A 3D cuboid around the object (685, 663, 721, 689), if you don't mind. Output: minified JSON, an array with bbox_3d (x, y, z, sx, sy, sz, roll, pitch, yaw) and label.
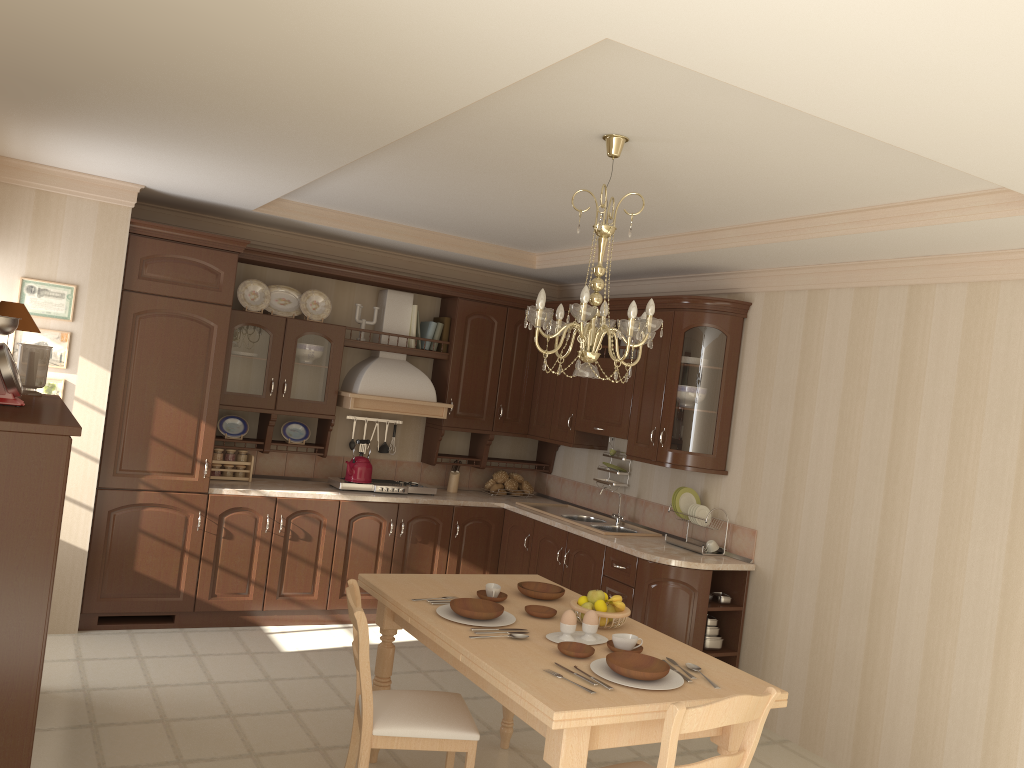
[{"bbox_3d":[0.623,0.954,2.904,0.047,0.011,0.219,7,0,-14],"label":"object"}]

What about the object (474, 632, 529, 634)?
[{"bbox_3d":[-0.033,0.876,3.122,0.216,0.004,0.022,7,0,-24],"label":"object"}]

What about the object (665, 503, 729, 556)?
[{"bbox_3d":[1.086,0.835,5.213,0.172,0.275,0.359,7,0,-29],"label":"object"}]

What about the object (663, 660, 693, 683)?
[{"bbox_3d":[0.538,0.944,2.923,0.023,0.008,0.221,7,0,-14],"label":"object"}]

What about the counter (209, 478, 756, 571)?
[{"bbox_3d":[-0.364,0.810,5.344,2.603,0.034,2.422,7,0,-30],"label":"counter"}]

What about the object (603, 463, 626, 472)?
[{"bbox_3d":[0.696,0.569,6.035,0.167,0.051,0.174,7,0,-30],"label":"object"}]

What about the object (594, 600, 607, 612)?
[{"bbox_3d":[0.337,0.845,3.364,0.045,0.053,0.051,7,-1,-41],"label":"object"}]

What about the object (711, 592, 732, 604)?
[{"bbox_3d":[1.182,1.210,5.009,0.084,0.045,0.120,7,0,-18],"label":"object"}]

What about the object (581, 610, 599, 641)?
[{"bbox_3d":[0.282,0.864,3.188,0.058,0.104,0.058,7,-1,39],"label":"object"}]

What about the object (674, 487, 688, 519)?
[{"bbox_3d":[1.044,0.714,5.318,0.193,0.188,0.047,7,0,-29],"label":"object"}]

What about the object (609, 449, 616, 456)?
[{"bbox_3d":[0.699,0.473,6.130,0.044,0.051,0.049,7,0,29],"label":"object"}]

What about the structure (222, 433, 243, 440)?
[{"bbox_3d":[-1.800,0.291,5.732,0.110,0.126,0.080,7,0,-30],"label":"structure"}]

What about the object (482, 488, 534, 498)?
[{"bbox_3d":[-0.033,0.816,6.704,0.364,0.060,0.199,7,0,-30],"label":"object"}]

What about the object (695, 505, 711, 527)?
[{"bbox_3d":[1.116,0.770,5.174,0.123,0.119,0.034,7,0,-30],"label":"object"}]

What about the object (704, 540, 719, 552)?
[{"bbox_3d":[1.162,0.941,5.137,0.073,0.072,0.085,7,0,25],"label":"object"}]

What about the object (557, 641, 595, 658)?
[{"bbox_3d":[0.214,0.895,2.971,0.126,0.026,0.127,7,0,-39],"label":"object"}]

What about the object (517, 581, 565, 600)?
[{"bbox_3d":[0.121,0.881,3.754,0.204,0.042,0.204,7,0,9],"label":"object"}]

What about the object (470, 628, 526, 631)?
[{"bbox_3d":[-0.046,0.873,3.155,0.221,0.008,0.023,7,0,-24],"label":"object"}]

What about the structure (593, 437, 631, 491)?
[{"bbox_3d":[0.692,0.545,6.082,0.131,0.361,0.256,7,0,-30],"label":"structure"}]

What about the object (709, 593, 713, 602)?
[{"bbox_3d":[1.067,1.195,4.993,0.084,0.045,0.120,7,-1,-43],"label":"object"}]

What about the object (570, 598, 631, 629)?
[{"bbox_3d":[0.336,0.889,3.419,0.235,0.068,0.235,7,0,18],"label":"object"}]

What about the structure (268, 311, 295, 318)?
[{"bbox_3d":[-1.513,-0.501,5.840,0.154,0.126,0.080,7,0,-30],"label":"structure"}]

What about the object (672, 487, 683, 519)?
[{"bbox_3d":[1.035,0.713,5.334,0.193,0.188,0.047,7,0,-29],"label":"object"}]

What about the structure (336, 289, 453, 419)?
[{"bbox_3d":[-0.802,-0.225,6.156,0.753,0.845,0.455,7,0,-30],"label":"structure"}]

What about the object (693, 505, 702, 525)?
[{"bbox_3d":[1.106,0.769,5.193,0.123,0.119,0.034,7,0,-30],"label":"object"}]

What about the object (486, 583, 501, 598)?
[{"bbox_3d":[-0.079,0.846,3.585,0.063,0.055,0.119,7,0,-1],"label":"object"}]

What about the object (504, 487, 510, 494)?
[{"bbox_3d":[-0.016,0.795,6.746,0.098,0.094,0.114,7,-1,41],"label":"object"}]

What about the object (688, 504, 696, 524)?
[{"bbox_3d":[1.085,0.767,5.230,0.123,0.119,0.034,7,0,-30],"label":"object"}]

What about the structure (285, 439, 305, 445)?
[{"bbox_3d":[-1.445,0.336,5.933,0.110,0.126,0.080,7,0,-30],"label":"structure"}]

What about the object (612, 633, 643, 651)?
[{"bbox_3d":[0.399,0.902,3.075,0.119,0.055,0.063,7,0,-16],"label":"object"}]

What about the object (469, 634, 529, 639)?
[{"bbox_3d":[-0.043,0.872,3.058,0.219,0.011,0.047,7,0,-21],"label":"object"}]

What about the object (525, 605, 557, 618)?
[{"bbox_3d":[0.110,0.885,3.433,0.127,0.026,0.126,7,0,25],"label":"object"}]

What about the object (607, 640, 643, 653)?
[{"bbox_3d":[0.390,0.918,3.073,0.126,0.026,0.127,7,0,-39],"label":"object"}]

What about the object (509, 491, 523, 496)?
[{"bbox_3d":[0.032,0.824,6.714,0.103,0.060,0.105,7,0,-34],"label":"object"}]

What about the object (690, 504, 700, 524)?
[{"bbox_3d":[1.096,0.768,5.211,0.123,0.119,0.034,7,0,-28],"label":"object"}]

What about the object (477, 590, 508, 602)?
[{"bbox_3d":[-0.082,0.862,3.592,0.126,0.026,0.127,7,0,-3],"label":"object"}]

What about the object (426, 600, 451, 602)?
[{"bbox_3d":[-0.238,0.851,3.482,0.212,0.008,0.018,7,0,-30],"label":"object"}]

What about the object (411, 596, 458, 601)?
[{"bbox_3d":[-0.303,0.845,3.492,0.218,0.004,0.028,7,-1,-40],"label":"object"}]

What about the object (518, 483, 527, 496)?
[{"bbox_3d":[0.068,0.804,6.783,0.091,0.100,0.125,7,0,-34],"label":"object"}]

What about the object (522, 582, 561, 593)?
[{"bbox_3d":[0.123,0.877,3.753,0.168,0.034,0.168,7,0,-19],"label":"object"}]

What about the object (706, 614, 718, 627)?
[{"bbox_3d":[1.103,1.332,5.002,0.084,0.045,0.120,7,0,-18],"label":"object"}]

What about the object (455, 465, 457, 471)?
[{"bbox_3d":[-0.421,0.657,6.596,0.016,0.158,0.051,7,0,23],"label":"object"}]

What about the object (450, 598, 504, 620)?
[{"bbox_3d":[-0.132,0.844,3.301,0.204,0.042,0.204,7,0,-30],"label":"object"}]

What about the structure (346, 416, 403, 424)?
[{"bbox_3d":[-0.978,0.256,6.324,0.422,0.020,0.008,7,0,-30],"label":"structure"}]

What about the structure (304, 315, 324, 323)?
[{"bbox_3d":[-1.312,-0.475,5.891,0.110,0.126,0.080,7,0,-30],"label":"structure"}]

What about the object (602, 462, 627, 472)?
[{"bbox_3d":[0.698,0.566,6.036,0.167,0.051,0.174,7,0,-30],"label":"object"}]

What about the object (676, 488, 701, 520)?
[{"bbox_3d":[1.053,0.715,5.302,0.193,0.188,0.047,7,0,-29],"label":"object"}]

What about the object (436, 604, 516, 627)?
[{"bbox_3d":[-0.134,0.862,3.300,0.299,0.009,0.299,7,0,-31],"label":"object"}]

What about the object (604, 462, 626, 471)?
[{"bbox_3d":[0.699,0.563,6.036,0.167,0.051,0.174,7,0,-30],"label":"object"}]

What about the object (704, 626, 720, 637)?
[{"bbox_3d":[1.097,1.379,5.002,0.106,0.057,0.152,7,0,-18],"label":"object"}]

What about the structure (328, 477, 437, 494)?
[{"bbox_3d":[-0.872,0.696,6.074,0.710,0.054,0.325,7,0,-30],"label":"structure"}]

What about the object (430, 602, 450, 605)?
[{"bbox_3d":[-0.217,0.854,3.451,0.218,0.008,0.022,7,0,-27],"label":"object"}]

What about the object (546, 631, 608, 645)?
[{"bbox_3d":[0.232,0.908,3.163,0.245,0.005,0.157,7,0,-33],"label":"object"}]

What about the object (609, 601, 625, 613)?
[{"bbox_3d":[0.400,0.863,3.393,0.064,0.094,0.176,7,0,7],"label":"object"}]

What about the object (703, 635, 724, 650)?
[{"bbox_3d":[1.090,1.437,5.001,0.145,0.077,0.208,7,0,-18],"label":"object"}]

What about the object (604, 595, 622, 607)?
[{"bbox_3d":[0.388,0.843,3.408,0.066,0.085,0.184,7,0,8],"label":"object"}]

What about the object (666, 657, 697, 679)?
[{"bbox_3d":[0.563,0.949,2.969,0.022,0.004,0.216,7,0,-14],"label":"object"}]

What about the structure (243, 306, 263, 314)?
[{"bbox_3d":[-1.657,-0.520,5.694,0.110,0.126,0.080,7,0,-30],"label":"structure"}]

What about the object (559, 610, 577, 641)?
[{"bbox_3d":[0.200,0.854,3.151,0.058,0.104,0.058,7,-1,39],"label":"object"}]
